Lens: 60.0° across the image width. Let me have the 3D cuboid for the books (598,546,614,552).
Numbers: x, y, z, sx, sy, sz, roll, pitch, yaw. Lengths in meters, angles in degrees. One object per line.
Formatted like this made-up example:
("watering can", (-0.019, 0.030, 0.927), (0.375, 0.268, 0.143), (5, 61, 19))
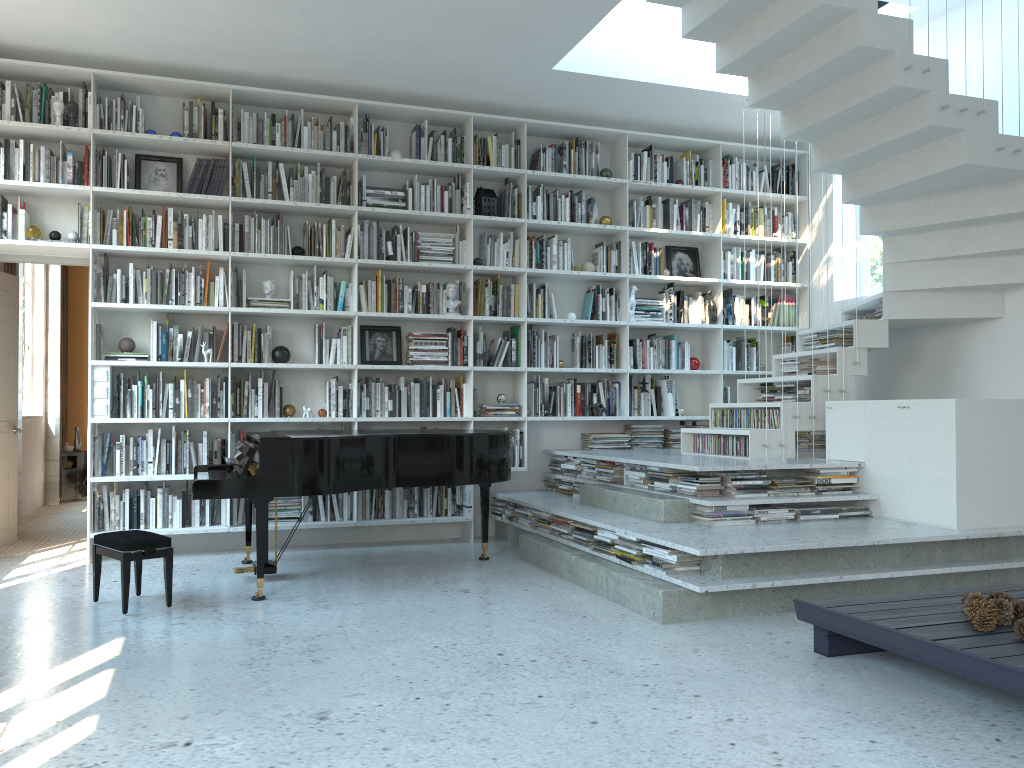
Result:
("books", (0.579, 0.894, 4.856), (0.159, 0.009, 0.275), (0, -2, -16))

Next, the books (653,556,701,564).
("books", (0.796, 0.841, 4.291), (0.137, 0.019, 0.224), (0, -2, -18))

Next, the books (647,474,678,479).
("books", (0.948, 0.550, 5.284), (0.187, 0.009, 0.250), (1, -2, -19))

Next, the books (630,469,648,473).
("books", (0.858, 0.540, 5.576), (0.145, 0.017, 0.208), (1, -2, -24))

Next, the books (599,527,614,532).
("books", (0.583, 0.788, 4.859), (0.157, 0.014, 0.215), (0, -2, -17))

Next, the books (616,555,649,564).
("books", (0.663, 0.900, 4.566), (0.191, 0.016, 0.209), (0, -2, -14))

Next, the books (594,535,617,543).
("books", (0.572, 0.844, 4.854), (0.180, 0.017, 0.182), (1, -2, -22))

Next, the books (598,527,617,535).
("books", (0.584, 0.802, 4.859), (0.139, 0.013, 0.288), (0, -2, -14))

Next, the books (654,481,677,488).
("books", (0.962, 0.595, 5.287), (0.155, 0.028, 0.189), (0, -2, -18))

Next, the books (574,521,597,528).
("books", (0.485, 0.811, 5.148), (0.157, 0.007, 0.268), (1, -2, -19))

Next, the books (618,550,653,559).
("books", (0.681, 0.874, 4.572), (0.170, 0.006, 0.268), (1, -2, -19))

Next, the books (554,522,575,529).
("books", (0.381, 0.861, 5.439), (0.155, 0.009, 0.297), (0, -2, -18))

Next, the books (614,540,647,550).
("books", (0.671, 0.826, 4.570), (0.168, 0.013, 0.281), (1, -2, -24))

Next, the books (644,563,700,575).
("books", (0.772, 0.890, 4.281), (0.184, 0.017, 0.230), (0, -2, -17))

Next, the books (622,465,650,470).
("books", (0.836, 0.524, 5.569), (0.192, 0.014, 0.256), (1, -2, -23))

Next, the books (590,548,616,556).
("books", (0.563, 0.914, 4.850), (0.193, 0.005, 0.225), (1, -2, -23))

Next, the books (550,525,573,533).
("books", (0.368, 0.885, 5.434), (0.182, 0.013, 0.287), (0, -2, -18))

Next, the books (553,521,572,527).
("books", (0.376, 0.852, 5.438), (0.169, 0.009, 0.241), (1, -2, -19))

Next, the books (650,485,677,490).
("books", (0.957, 0.613, 5.285), (0.154, 0.007, 0.292), (0, -2, -16))

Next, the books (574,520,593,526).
("books", (0.482, 0.804, 5.147), (0.160, 0.008, 0.239), (0, -2, -18))

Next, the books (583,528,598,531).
("books", (0.487, 0.833, 5.149), (0.150, 0.008, 0.217), (1, -2, -20))

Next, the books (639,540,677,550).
("books", (0.763, 0.772, 4.281), (0.192, 0.014, 0.256), (1, -2, -23))

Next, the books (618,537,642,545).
("books", (0.678, 0.808, 4.573), (0.175, 0.006, 0.251), (1, -2, -19))

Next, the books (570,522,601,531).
("books", (0.472, 0.821, 5.144), (0.170, 0.014, 0.281), (1, -2, -22))

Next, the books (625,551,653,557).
("books", (0.688, 0.865, 4.575), (0.154, 0.014, 0.196), (1, -2, -19))

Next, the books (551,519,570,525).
("books", (0.369, 0.841, 5.435), (0.165, 0.014, 0.236), (1, -2, -24))

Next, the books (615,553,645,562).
("books", (0.673, 0.888, 4.569), (0.178, 0.009, 0.276), (1, -2, -21))

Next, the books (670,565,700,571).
("books", (0.800, 0.875, 4.292), (0.132, 0.014, 0.205), (1, -2, -19))

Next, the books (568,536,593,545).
("books", (0.463, 0.903, 5.139), (0.189, 0.009, 0.291), (0, -2, -16))

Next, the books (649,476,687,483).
("books", (0.953, 0.568, 5.285), (0.177, 0.026, 0.230), (1, -2, -19))

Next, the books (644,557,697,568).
("books", (0.766, 0.858, 4.280), (0.187, 0.017, 0.205), (0, -2, -14))

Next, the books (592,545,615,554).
("books", (0.578, 0.901, 4.855), (0.171, 0.005, 0.297), (1, -2, -20))

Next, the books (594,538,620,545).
("books", (0.574, 0.856, 4.854), (0.171, 0.007, 0.260), (0, -2, -16))

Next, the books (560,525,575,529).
("books", (0.389, 0.872, 5.442), (0.140, 0.013, 0.180), (0, -2, -18))

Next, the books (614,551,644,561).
("books", (0.667, 0.880, 4.567), (0.191, 0.006, 0.275), (0, -2, -17))

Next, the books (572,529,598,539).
("books", (0.474, 0.866, 5.143), (0.160, 0.025, 0.244), (1, -2, -24))

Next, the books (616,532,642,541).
("books", (0.669, 0.779, 4.570), (0.182, 0.016, 0.256), (0, -2, -16))

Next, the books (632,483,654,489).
("books", (0.862, 0.637, 5.576), (0.132, 0.016, 0.262), (0, -2, -14))

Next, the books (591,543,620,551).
("books", (0.574, 0.886, 4.854), (0.180, 0.008, 0.267), (1, -2, -20))

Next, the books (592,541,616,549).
("books", (0.568, 0.876, 4.852), (0.189, 0.013, 0.215), (1, -2, -21))

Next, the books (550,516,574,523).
("books", (0.366, 0.827, 5.435), (0.179, 0.012, 0.249), (1, -2, -22))

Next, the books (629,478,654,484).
("books", (0.855, 0.604, 5.574), (0.167, 0.024, 0.192), (0, -2, -18))

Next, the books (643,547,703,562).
("books", (0.777, 0.818, 4.285), (0.156, 0.027, 0.287), (1, -2, -24))

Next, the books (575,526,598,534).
("books", (0.484, 0.845, 5.147), (0.142, 0.017, 0.239), (1, -2, -23))

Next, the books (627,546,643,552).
("books", (0.681, 0.841, 4.573), (0.150, 0.004, 0.290), (0, -2, -15))

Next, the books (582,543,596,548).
("books", (0.483, 0.920, 5.145), (0.142, 0.012, 0.291), (0, -2, -15))

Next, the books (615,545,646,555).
("books", (0.669, 0.850, 4.569), (0.191, 0.015, 0.246), (0, -2, -18))

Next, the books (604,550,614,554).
("books", (0.582, 0.908, 4.856), (0.147, 0.008, 0.236), (0, -2, -14))

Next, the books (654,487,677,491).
("books", (0.960, 0.626, 5.286), (0.142, 0.020, 0.231), (0, -2, -14))

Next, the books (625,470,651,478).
("books", (0.849, 0.563, 5.572), (0.174, 0.029, 0.250), (1, -2, -21))

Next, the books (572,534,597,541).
("books", (0.472, 0.884, 5.142), (0.177, 0.011, 0.220), (0, -2, -17))

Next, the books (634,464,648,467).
("books", (0.865, 0.510, 5.579), (0.134, 0.014, 0.181), (0, -2, -14))

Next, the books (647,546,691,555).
("books", (0.777, 0.797, 4.285), (0.165, 0.015, 0.243), (0, -2, -15))

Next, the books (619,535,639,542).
("books", (0.669, 0.792, 4.570), (0.178, 0.010, 0.196), (0, -2, -14))

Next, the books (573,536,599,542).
("books", (0.481, 0.894, 5.145), (0.147, 0.008, 0.290), (1, -2, -23))

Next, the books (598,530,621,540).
("books", (0.586, 0.822, 4.859), (0.141, 0.028, 0.222), (1, -2, -24))

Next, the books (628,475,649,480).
("books", (0.844, 0.585, 5.570), (0.178, 0.015, 0.187), (0, -2, -14))

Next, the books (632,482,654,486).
("books", (0.871, 0.623, 5.579), (0.136, 0.013, 0.258), (1, -2, -19))

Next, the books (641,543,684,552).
("books", (0.770, 0.784, 4.283), (0.176, 0.010, 0.266), (1, -2, -23))
